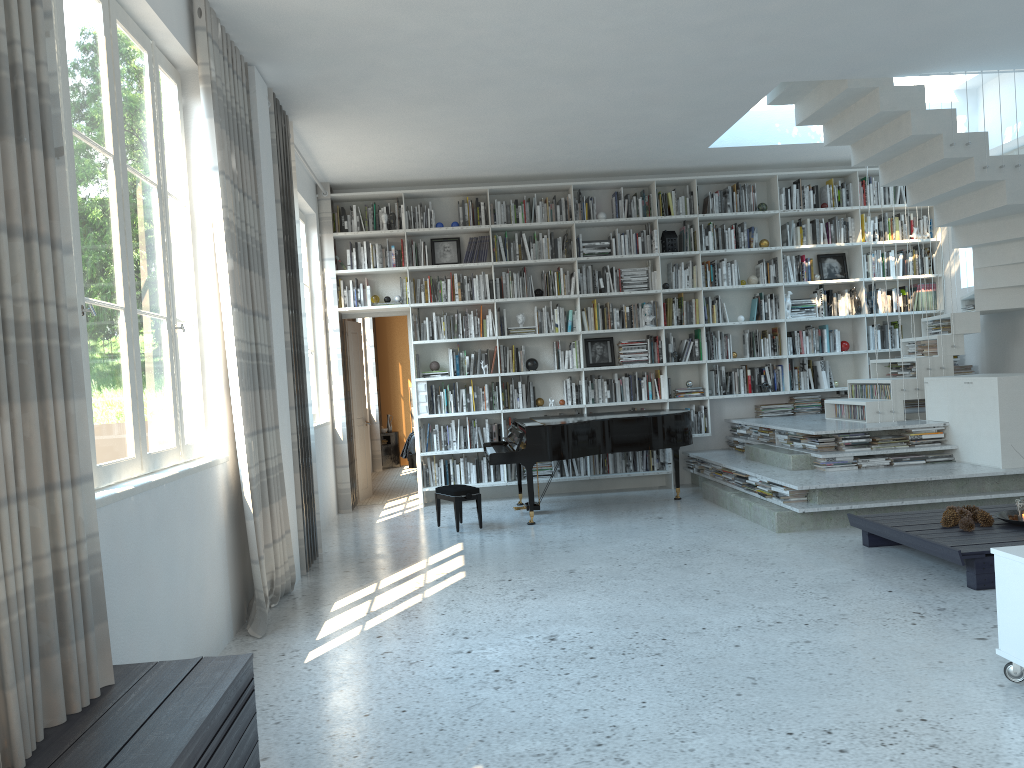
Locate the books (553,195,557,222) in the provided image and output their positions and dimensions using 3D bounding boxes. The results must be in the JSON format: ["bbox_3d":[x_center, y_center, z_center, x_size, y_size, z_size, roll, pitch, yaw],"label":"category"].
[{"bbox_3d":[0.437,-1.759,9.019,0.013,0.285,0.159,-4,1,-4],"label":"books"}]

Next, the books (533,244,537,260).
[{"bbox_3d":[0.223,-1.325,9.012,0.028,0.180,0.168,-4,1,-4],"label":"books"}]

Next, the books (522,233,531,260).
[{"bbox_3d":[0.143,-1.372,8.996,0.075,0.285,0.178,-4,1,-4],"label":"books"}]

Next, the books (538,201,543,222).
[{"bbox_3d":[0.292,-1.725,9.017,0.026,0.236,0.134,-4,1,-4],"label":"books"}]

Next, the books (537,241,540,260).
[{"bbox_3d":[0.258,-1.343,9.039,0.024,0.212,0.128,-4,1,-4],"label":"books"}]

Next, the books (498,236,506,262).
[{"bbox_3d":[-0.104,-1.351,8.995,0.067,0.274,0.168,-4,1,-4],"label":"books"}]

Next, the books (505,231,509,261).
[{"bbox_3d":[-0.054,-1.375,8.982,0.012,0.315,0.171,-4,1,-4],"label":"books"}]

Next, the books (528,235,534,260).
[{"bbox_3d":[0.193,-1.365,9.016,0.027,0.265,0.168,-4,1,-4],"label":"books"}]

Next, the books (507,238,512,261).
[{"bbox_3d":[-0.031,-1.340,8.986,0.031,0.242,0.181,-4,1,-4],"label":"books"}]

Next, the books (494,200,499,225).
[{"bbox_3d":[-0.158,-1.718,9.000,0.021,0.279,0.140,-4,1,-4],"label":"books"}]

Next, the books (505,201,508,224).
[{"bbox_3d":[-0.061,-1.710,8.982,0.012,0.250,0.174,-4,1,-4],"label":"books"}]

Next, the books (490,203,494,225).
[{"bbox_3d":[-0.203,-1.694,8.972,0.029,0.237,0.156,-4,1,-4],"label":"books"}]

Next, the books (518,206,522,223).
[{"bbox_3d":[0.079,-1.694,9.002,0.030,0.201,0.152,-4,1,-4],"label":"books"}]

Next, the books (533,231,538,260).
[{"bbox_3d":[0.239,-1.390,9.012,0.012,0.308,0.145,-4,1,-4],"label":"books"}]

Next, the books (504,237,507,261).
[{"bbox_3d":[-0.064,-1.346,8.991,0.011,0.260,0.157,-4,1,-4],"label":"books"}]

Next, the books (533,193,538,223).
[{"bbox_3d":[0.238,-1.762,9.012,0.014,0.315,0.166,-4,1,-4],"label":"books"}]

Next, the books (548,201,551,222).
[{"bbox_3d":[0.373,-1.727,9.012,0.021,0.228,0.161,-4,1,-4],"label":"books"}]

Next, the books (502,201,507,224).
[{"bbox_3d":[-0.079,-1.709,8.985,0.023,0.251,0.170,-4,1,-4],"label":"books"}]

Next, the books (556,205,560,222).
[{"bbox_3d":[0.462,-1.710,9.015,0.031,0.185,0.176,-4,1,-4],"label":"books"}]

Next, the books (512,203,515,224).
[{"bbox_3d":[0.010,-1.707,9.015,0.025,0.235,0.129,-4,1,-4],"label":"books"}]

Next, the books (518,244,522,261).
[{"bbox_3d":[0.077,-1.316,9.010,0.034,0.180,0.160,-4,1,-4],"label":"books"}]

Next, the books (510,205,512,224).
[{"bbox_3d":[-0.017,-1.691,8.986,0.014,0.207,0.166,-4,1,-4],"label":"books"}]

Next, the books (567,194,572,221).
[{"bbox_3d":[0.582,-1.770,9.023,0.026,0.288,0.176,-4,1,-4],"label":"books"}]

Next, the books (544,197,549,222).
[{"bbox_3d":[0.355,-1.744,9.004,0.014,0.266,0.192,-4,1,-4],"label":"books"}]

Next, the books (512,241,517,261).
[{"bbox_3d":[0.023,-1.331,8.996,0.029,0.219,0.157,-4,1,-4],"label":"books"}]

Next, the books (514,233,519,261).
[{"bbox_3d":[0.046,-1.370,8.997,0.023,0.293,0.155,-4,1,-4],"label":"books"}]

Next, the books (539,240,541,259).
[{"bbox_3d":[0.277,-1.342,9.014,0.010,0.208,0.173,-4,1,-4],"label":"books"}]

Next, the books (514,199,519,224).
[{"bbox_3d":[0.048,-1.726,9.009,0.028,0.268,0.151,-4,1,-4],"label":"books"}]

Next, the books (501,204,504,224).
[{"bbox_3d":[-0.101,-1.692,8.980,0.023,0.220,0.181,-4,1,-4],"label":"books"}]

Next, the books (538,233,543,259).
[{"bbox_3d":[0.292,-1.383,9.028,0.026,0.286,0.137,-4,1,-4],"label":"books"}]

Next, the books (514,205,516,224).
[{"bbox_3d":[0.029,-1.699,9.009,0.012,0.216,0.150,-4,1,-4],"label":"books"}]

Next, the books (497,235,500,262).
[{"bbox_3d":[-0.142,-1.355,8.986,0.010,0.287,0.148,-4,1,-4],"label":"books"}]

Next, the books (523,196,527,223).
[{"bbox_3d":[0.135,-1.747,8.997,0.010,0.299,0.151,-4,1,-4],"label":"books"}]

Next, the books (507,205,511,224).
[{"bbox_3d":[-0.038,-1.690,8.971,0.029,0.208,0.178,-4,1,-4],"label":"books"}]

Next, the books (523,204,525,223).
[{"bbox_3d":[0.114,-1.704,8.994,0.011,0.216,0.160,-4,1,-4],"label":"books"}]

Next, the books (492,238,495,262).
[{"bbox_3d":[-0.183,-1.337,8.970,0.023,0.256,0.174,-4,1,-4],"label":"books"}]

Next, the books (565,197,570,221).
[{"bbox_3d":[0.563,-1.758,9.027,0.014,0.267,0.171,-4,1,-4],"label":"books"}]

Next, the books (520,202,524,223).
[{"bbox_3d":[0.100,-1.712,9.000,0.013,0.234,0.154,-4,1,-4],"label":"books"}]

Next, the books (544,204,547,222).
[{"bbox_3d":[0.333,-1.717,9.030,0.029,0.213,0.141,-4,1,-4],"label":"books"}]

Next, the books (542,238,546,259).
[{"bbox_3d":[0.319,-1.354,9.006,0.021,0.226,0.191,-4,1,-4],"label":"books"}]

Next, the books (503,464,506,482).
[{"bbox_3d":[-0.084,0.865,8.998,0.017,0.233,0.212,-4,1,-4],"label":"books"}]

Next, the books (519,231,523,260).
[{"bbox_3d":[0.096,-1.385,9.019,0.013,0.315,0.135,-4,1,-4],"label":"books"}]

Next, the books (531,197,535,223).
[{"bbox_3d":[0.208,-1.738,8.997,0.052,0.273,0.172,-4,1,-4],"label":"books"}]

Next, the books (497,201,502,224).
[{"bbox_3d":[-0.129,-1.708,8.982,0.031,0.255,0.145,-4,1,-4],"label":"books"}]

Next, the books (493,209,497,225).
[{"bbox_3d":[-0.176,-1.669,8.989,0.024,0.183,0.133,-4,1,-4],"label":"books"}]

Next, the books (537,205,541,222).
[{"bbox_3d":[0.265,-1.700,9.007,0.031,0.190,0.181,-4,1,-4],"label":"books"}]

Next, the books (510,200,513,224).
[{"bbox_3d":[-0.007,-1.720,8.988,0.010,0.264,0.160,-4,1,-4],"label":"books"}]

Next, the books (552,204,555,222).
[{"bbox_3d":[0.412,-1.715,9.000,0.026,0.200,0.187,-4,1,-4],"label":"books"}]

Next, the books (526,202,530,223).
[{"bbox_3d":[0.155,-1.716,9.011,0.029,0.235,0.130,-4,1,-4],"label":"books"}]

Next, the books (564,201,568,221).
[{"bbox_3d":[0.545,-1.736,9.018,0.026,0.225,0.172,-4,1,-4],"label":"books"}]

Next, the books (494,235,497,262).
[{"bbox_3d":[-0.167,-1.352,8.986,0.013,0.283,0.158,-4,1,-4],"label":"books"}]

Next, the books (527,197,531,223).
[{"bbox_3d":[0.176,-1.738,8.997,0.013,0.276,0.164,-4,1,-4],"label":"books"}]

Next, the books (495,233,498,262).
[{"bbox_3d":[-0.156,-1.365,9.007,0.014,0.309,0.130,-4,1,-4],"label":"books"}]

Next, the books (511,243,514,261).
[{"bbox_3d":[-0.003,-1.321,9.002,0.024,0.201,0.153,-4,1,-4],"label":"books"}]

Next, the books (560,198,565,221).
[{"bbox_3d":[0.515,-1.752,9.037,0.029,0.261,0.151,-4,1,-4],"label":"books"}]

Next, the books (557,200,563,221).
[{"bbox_3d":[0.488,-1.738,9.027,0.026,0.237,0.149,-4,1,-4],"label":"books"}]

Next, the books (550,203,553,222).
[{"bbox_3d":[0.392,-1.717,9.001,0.013,0.207,0.178,-4,1,-4],"label":"books"}]

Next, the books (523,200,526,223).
[{"bbox_3d":[0.125,-1.722,8.994,0.013,0.251,0.183,-4,1,-4],"label":"books"}]

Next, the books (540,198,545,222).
[{"bbox_3d":[0.310,-1.743,9.019,0.014,0.269,0.156,-4,1,-4],"label":"books"}]
